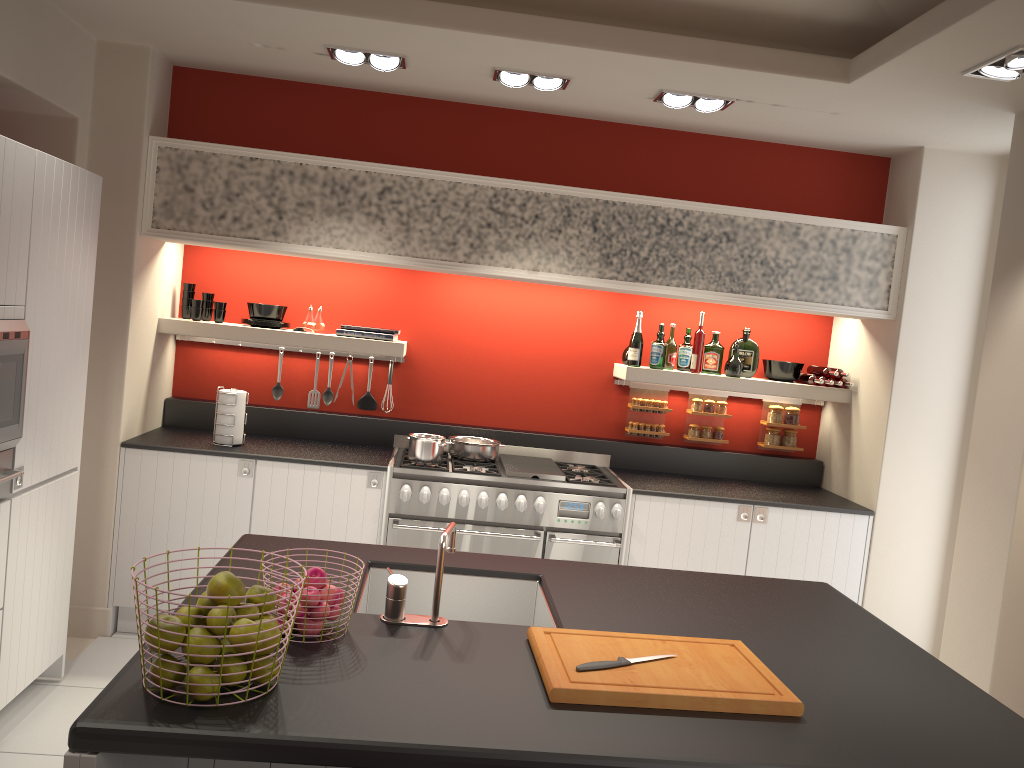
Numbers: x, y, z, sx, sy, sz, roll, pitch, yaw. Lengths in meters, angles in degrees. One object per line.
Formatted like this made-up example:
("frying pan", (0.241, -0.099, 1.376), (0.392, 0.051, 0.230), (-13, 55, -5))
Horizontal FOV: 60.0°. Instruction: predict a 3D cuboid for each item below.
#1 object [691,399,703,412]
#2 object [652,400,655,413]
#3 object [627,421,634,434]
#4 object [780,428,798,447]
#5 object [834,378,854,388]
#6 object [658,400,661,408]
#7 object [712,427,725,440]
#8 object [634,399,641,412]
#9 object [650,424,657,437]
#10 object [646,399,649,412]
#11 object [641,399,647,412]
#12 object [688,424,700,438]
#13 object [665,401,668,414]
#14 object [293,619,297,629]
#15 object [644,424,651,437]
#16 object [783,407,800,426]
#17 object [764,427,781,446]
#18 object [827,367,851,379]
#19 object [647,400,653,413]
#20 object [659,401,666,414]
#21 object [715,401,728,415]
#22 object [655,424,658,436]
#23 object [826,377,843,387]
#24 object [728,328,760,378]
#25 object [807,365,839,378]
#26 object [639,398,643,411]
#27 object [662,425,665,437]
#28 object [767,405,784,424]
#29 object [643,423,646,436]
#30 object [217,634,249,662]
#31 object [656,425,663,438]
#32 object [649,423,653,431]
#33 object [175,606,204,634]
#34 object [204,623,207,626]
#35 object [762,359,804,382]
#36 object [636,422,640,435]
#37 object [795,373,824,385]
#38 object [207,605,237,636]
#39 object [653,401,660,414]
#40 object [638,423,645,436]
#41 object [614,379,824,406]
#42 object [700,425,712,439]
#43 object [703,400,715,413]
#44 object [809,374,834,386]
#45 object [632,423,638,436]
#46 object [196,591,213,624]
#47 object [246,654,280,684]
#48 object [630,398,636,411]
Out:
("object", (1.148, 0.135, 5.503), (0.068, 0.088, 0.068), (7, 4, 16))
("object", (0.871, 0.136, 5.496), (0.034, 0.078, 0.034), (7, 4, 16))
("object", (0.737, 0.271, 5.495), (0.034, 0.078, 0.034), (7, 4, 16))
("object", (1.738, 0.339, 5.562), (0.093, 0.120, 0.094), (7, 4, 16))
("object", (1.992, -0.008, 5.404), (0.061, 0.061, 0.366), (6, 4, -5))
("object", (0.909, 0.140, 5.500), (0.034, 0.078, 0.034), (7, 4, 16))
("object", (1.286, 0.309, 5.527), (0.068, 0.088, 0.068), (7, 4, 16))
("object", (0.773, 0.129, 5.449), (0.034, 0.078, 0.034), (7, 4, 16))
("object", (0.874, 0.288, 5.468), (0.034, 0.078, 0.034), (7, 4, 16))
("object", (0.830, 0.132, 5.493), (0.034, 0.078, 0.034), (7, 4, 16))
("object", (0.812, 0.133, 5.452), (0.034, 0.078, 0.034), (7, 4, 16))
("object", (1.131, 0.294, 5.513), (0.068, 0.088, 0.068), (7, 4, 16))
("object", (0.948, 0.144, 5.503), (0.034, 0.078, 0.034), (7, 4, 16))
("object", (-0.528, 0.569, 2.147), (0.050, 0.049, 0.049), (3, 5, -39))
("object", (0.835, 0.284, 5.465), (0.034, 0.078, 0.034), (7, 4, 16))
("object", (1.753, 0.203, 5.554), (0.093, 0.120, 0.094), (7, 4, 16))
("object", (1.632, 0.328, 5.553), (0.093, 0.120, 0.094), (7, 4, 16))
("object", (1.967, -0.065, 5.396), (0.062, 0.062, 0.366), (6, 4, -5))
("object", (0.851, 0.137, 5.456), (0.034, 0.078, 0.034), (7, 4, 16))
("object", (0.928, 0.144, 5.463), (0.034, 0.078, 0.034), (7, 4, 16))
("object", (1.303, 0.150, 5.517), (0.068, 0.088, 0.068), (7, 4, 16))
("object", (0.894, 0.287, 5.509), (0.034, 0.078, 0.034), (7, 4, 16))
("object", (1.928, -0.016, 5.418), (0.061, 0.061, 0.366), (6, 4, -5))
("object", (1.421, -0.192, 5.428), (0.186, 0.303, 0.057), (8, 4, 24))
("object", (1.902, -0.073, 5.414), (0.062, 0.062, 0.366), (6, 4, -5))
("object", (0.792, 0.128, 5.489), (0.034, 0.078, 0.034), (7, 4, 16))
("object", (0.932, 0.291, 5.512), (0.034, 0.078, 0.034), (7, 4, 16))
("object", (1.647, 0.193, 5.544), (0.093, 0.120, 0.094), (7, 4, 16))
("object", (0.815, 0.279, 5.502), (0.034, 0.078, 0.034), (7, 4, 16))
("object", (-0.580, 0.561, 1.870), (0.086, 0.079, 0.084), (9, 5, 40))
("object", (0.913, 0.292, 5.472), (0.034, 0.078, 0.034), (7, 4, 16))
("object", (0.855, 0.283, 5.505), (0.034, 0.078, 0.034), (7, 4, 16))
("object", (-0.658, 0.481, 1.805), (0.057, 0.061, 0.062), (7, 4, 10))
("object", (-0.657, 0.527, 1.865), (0.064, 0.060, 0.064), (5, 4, -10))
("object", (1.665, -0.079, 5.465), (0.251, 0.121, 0.251), (5, 4, -23))
("object", (0.776, 0.275, 5.498), (0.034, 0.078, 0.034), (7, 4, 16))
("object", (1.805, -0.027, 5.386), (0.062, 0.062, 0.366), (6, 4, -5))
("object", (-0.581, 0.473, 1.776), (0.057, 0.061, 0.062), (7, 4, 10))
("object", (0.890, 0.141, 5.459), (0.034, 0.078, 0.034), (7, 4, 16))
("object", (0.796, 0.280, 5.461), (0.034, 0.078, 0.034), (7, 4, 16))
("object", (1.307, 0.053, 5.588), (1.355, 0.034, 0.048), (6, 4, -5))
("object", (1.209, 0.302, 5.520), (0.068, 0.088, 0.068), (7, 4, 16))
("object", (1.226, 0.142, 5.510), (0.068, 0.088, 0.068), (7, 4, 16))
("object", (1.867, -0.020, 5.391), (0.062, 0.062, 0.366), (6, 4, -5))
("object", (0.758, 0.276, 5.458), (0.034, 0.078, 0.034), (7, 4, 16))
("object", (-0.627, 0.470, 1.874), (0.078, 0.076, 0.071), (3, 5, -36))
("object", (-0.512, 0.579, 1.819), (0.068, 0.068, 0.068), (6, 4, 6))
("object", (0.753, 0.124, 5.486), (0.034, 0.078, 0.034), (7, 4, 16))
